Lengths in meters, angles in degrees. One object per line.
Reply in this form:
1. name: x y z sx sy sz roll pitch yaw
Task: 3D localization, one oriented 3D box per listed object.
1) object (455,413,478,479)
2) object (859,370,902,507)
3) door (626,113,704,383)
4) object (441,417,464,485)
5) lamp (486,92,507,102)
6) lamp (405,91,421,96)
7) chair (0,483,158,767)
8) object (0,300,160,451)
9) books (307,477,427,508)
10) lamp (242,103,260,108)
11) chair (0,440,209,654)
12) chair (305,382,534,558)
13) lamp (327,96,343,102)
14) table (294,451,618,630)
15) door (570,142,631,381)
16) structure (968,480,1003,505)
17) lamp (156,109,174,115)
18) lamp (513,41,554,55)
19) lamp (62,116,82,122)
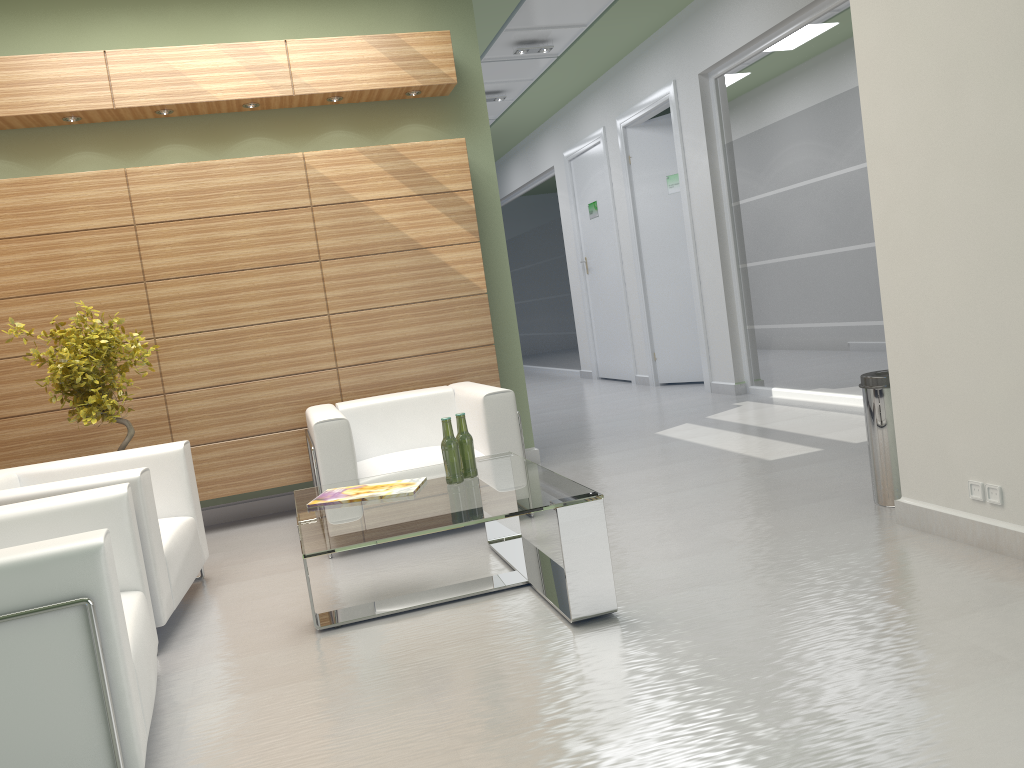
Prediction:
1. object: -0.343 0.447 6.450 0.131 0.475 0.131 -4 6 40
2. object: 3.037 0.416 6.991 0.483 1.027 0.482 -13 7 -43
3. door: 3.342 -2.564 16.819 2.089 5.083 0.134 -3 7 45
4. object: -0.436 0.473 6.301 0.131 0.475 0.131 -4 6 40
5. lamp: -0.468 -5.914 18.268 0.657 0.159 0.286 -9 5 -14
6. lamp: -1.124 -3.325 10.064 0.181 0.074 0.181 -10 5 -20
7. chair: -2.753 1.361 4.343 1.802 1.234 1.894 -10 5 -19
8. object: -3.816 0.509 8.121 1.116 2.565 1.201 -3 7 43
9. books: -1.032 0.778 6.385 0.762 0.025 0.508 -8 5 5
10. lamp: -2.833 -3.046 9.618 0.181 0.074 0.181 -10 5 -20
11. chair: -3.340 1.254 6.590 1.769 1.234 1.894 -9 5 -9
12. chair: -0.984 0.744 8.693 1.894 1.234 1.802 -9 5 -14
13. lamp: -1.970 -3.187 9.843 0.181 0.074 0.181 -5 6 36
14. table: -0.536 1.116 6.169 1.783 0.742 2.197 -9 5 -14
15. door: 1.953 -2.616 19.766 0.250 5.083 2.089 -9 5 -14
16. structure: 2.991 0.684 5.608 0.017 0.118 0.262 -9 5 -14
17. lamp: -3.685 -2.907 9.396 0.181 0.074 0.181 -5 6 36
18. lamp: 0.358 -5.770 15.192 0.657 0.159 0.286 -9 5 -14
19. lamp: -4.554 -2.765 9.169 0.181 0.074 0.181 -10 5 -20
